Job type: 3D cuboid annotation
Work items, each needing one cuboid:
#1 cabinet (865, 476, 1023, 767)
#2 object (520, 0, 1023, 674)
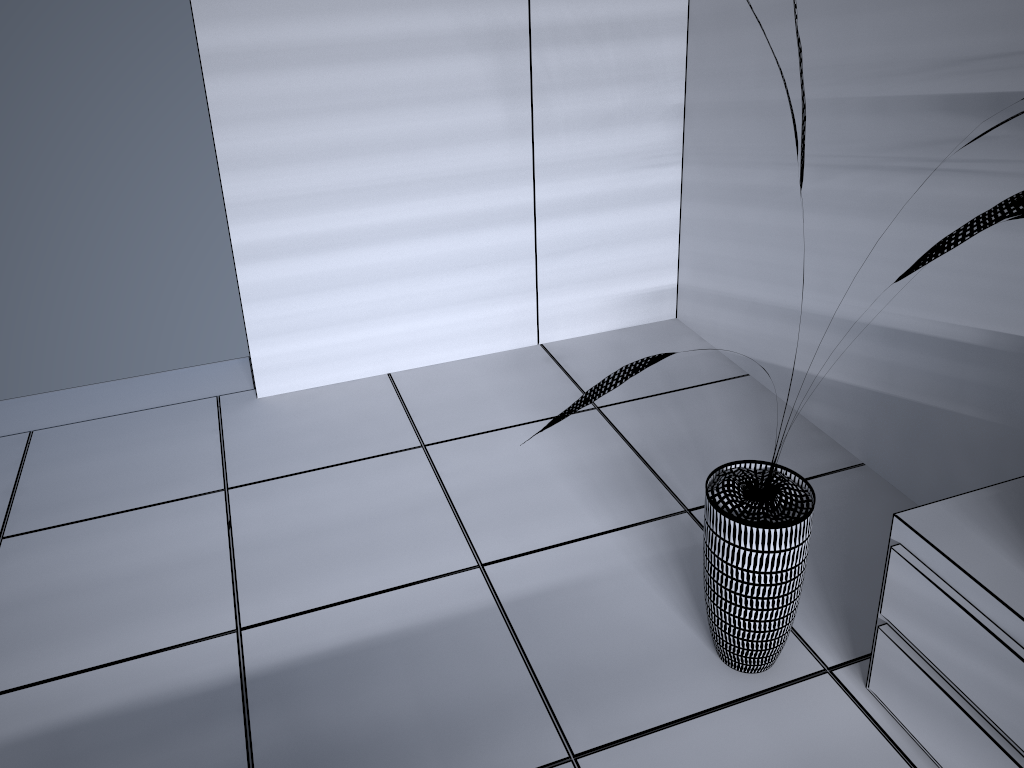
[{"bbox_3d":[1.369,0.907,0.873,0.577,0.431,2.356,-10,29,-16],"label":"cabinet"},{"bbox_3d":[0.605,-0.094,1.639,1.176,1.520,0.260,4,25,13],"label":"object"}]
